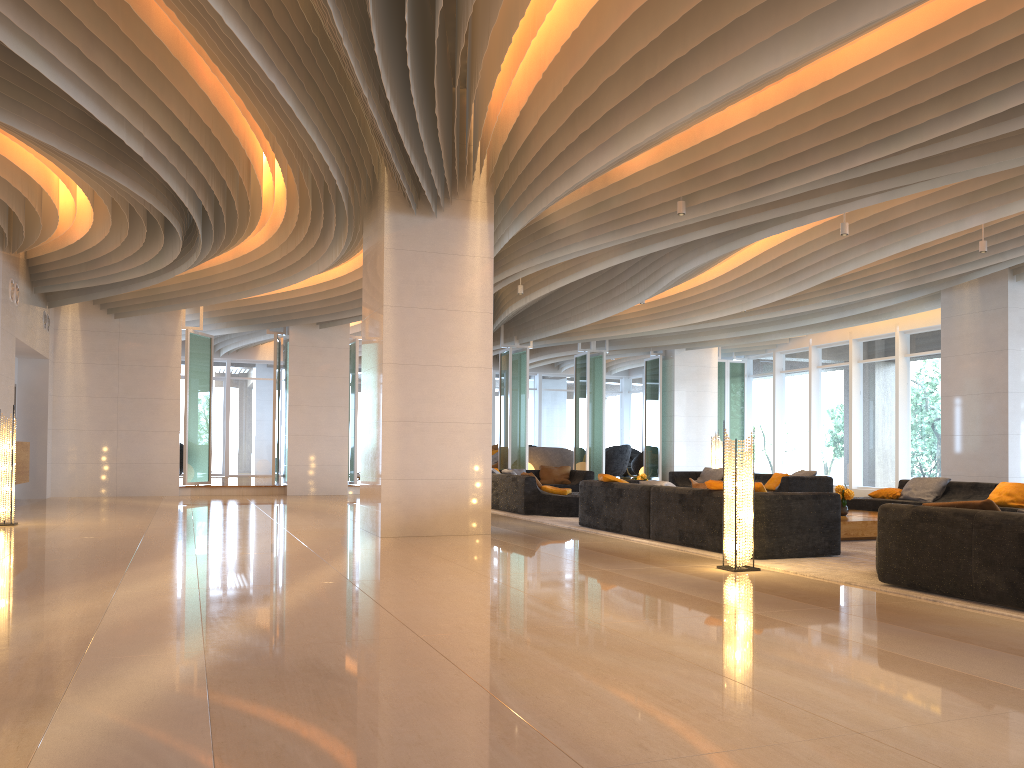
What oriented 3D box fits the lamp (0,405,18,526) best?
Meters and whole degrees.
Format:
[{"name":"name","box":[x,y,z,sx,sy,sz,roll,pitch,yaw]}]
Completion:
[{"name":"lamp","box":[-6.114,0.977,10.706,0.253,1.448,0.247,1,-1,-21]}]

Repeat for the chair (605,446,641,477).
[{"name":"chair","box":[3.618,2.473,28.431,1.526,1.004,1.133,1,-3,-8]}]

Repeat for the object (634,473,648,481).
[{"name":"object","box":[2.235,1.714,15.310,0.234,0.376,0.268,0,-2,11]}]

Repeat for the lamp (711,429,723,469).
[{"name":"lamp","box":[4.219,1.654,18.248,0.253,1.448,0.247,1,-1,-21]}]

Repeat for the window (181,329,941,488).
[{"name":"window","box":[7.104,0.232,14.121,53.606,3.214,22.552,-3,-5,34]}]

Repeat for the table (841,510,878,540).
[{"name":"table","box":[3.906,1.636,10.327,1.620,0.219,1.585,2,-5,-21]}]

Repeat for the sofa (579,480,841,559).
[{"name":"sofa","box":[1.883,1.373,9.522,0.953,0.581,3.740,2,-5,-20]}]

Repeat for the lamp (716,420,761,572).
[{"name":"lamp","box":[1.820,0.889,7.121,0.253,1.196,0.247,1,-1,-21]}]

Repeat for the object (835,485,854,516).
[{"name":"object","box":[3.797,1.326,10.184,0.236,0.376,0.266,0,-2,1]}]

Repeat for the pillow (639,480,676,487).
[{"name":"pillow","box":[1.693,1.265,9.865,0.425,0.376,0.581,2,-4,-18]}]

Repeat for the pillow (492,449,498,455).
[{"name":"pillow","box":[-0.435,1.955,24.030,0.379,0.421,0.596,3,-4,-42]}]

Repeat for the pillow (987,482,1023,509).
[{"name":"pillow","box":[6.086,1.394,10.793,0.455,0.393,0.631,2,-4,-21]}]

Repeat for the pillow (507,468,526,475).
[{"name":"pillow","box":[0.101,1.798,17.242,0.412,0.312,0.319,2,-3,-19]}]

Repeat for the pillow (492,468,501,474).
[{"name":"pillow","box":[-0.262,1.609,15.078,0.554,0.376,0.644,2,-4,-25]}]

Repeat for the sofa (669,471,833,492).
[{"name":"sofa","box":[4.151,1.892,15.907,0.953,0.581,3.740,2,-5,-20]}]

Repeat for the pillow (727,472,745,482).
[{"name":"pillow","box":[4.112,1.764,16.371,0.326,0.312,0.403,2,-3,-23]}]

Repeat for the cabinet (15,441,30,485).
[{"name":"cabinet","box":[-8.000,1.230,13.889,0.566,0.660,1.495,1,-4,-20]}]

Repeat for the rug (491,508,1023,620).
[{"name":"rug","box":[3.796,1.772,10.626,5.579,0.022,16.062,2,-5,-20]}]

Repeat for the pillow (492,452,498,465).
[{"name":"pillow","box":[-0.409,1.969,23.609,0.469,0.408,0.499,2,-3,-18]}]

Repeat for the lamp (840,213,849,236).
[{"name":"lamp","box":[3.894,-2.494,10.384,0.087,1.503,0.091,-1,-2,42]}]

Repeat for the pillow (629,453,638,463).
[{"name":"pillow","box":[3.964,2.391,28.537,0.502,0.408,0.466,0,-3,6]}]

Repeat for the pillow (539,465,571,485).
[{"name":"pillow","box":[0.854,1.801,17.557,0.638,0.377,0.549,0,-3,1]}]

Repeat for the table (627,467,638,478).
[{"name":"table","box":[4.028,2.745,27.479,1.089,0.318,0.813,2,-4,-14]}]

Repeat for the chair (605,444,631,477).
[{"name":"chair","box":[2.814,2.241,25.547,1.117,1.004,1.546,-2,-4,42]}]

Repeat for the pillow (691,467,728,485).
[{"name":"pillow","box":[3.841,1.795,17.160,0.557,0.377,0.628,4,-5,-43]}]

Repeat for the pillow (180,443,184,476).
[{"name":"pillow","box":[-7.801,1.653,19.166,1.538,1.004,1.124,2,-3,-23]}]

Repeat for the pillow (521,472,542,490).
[{"name":"pillow","box":[0.337,1.488,13.395,0.332,0.310,0.420,2,-3,-19]}]

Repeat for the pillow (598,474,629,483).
[{"name":"pillow","box":[1.318,1.267,10.674,0.547,0.377,0.640,0,-4,1]}]

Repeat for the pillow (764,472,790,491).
[{"name":"pillow","box":[4.530,1.678,15.233,0.325,0.312,0.404,1,-3,-18]}]

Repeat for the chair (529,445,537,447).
[{"name":"chair","box":[0.795,2.286,26.345,1.545,1.004,1.118,3,-4,-38]}]

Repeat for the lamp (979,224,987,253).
[{"name":"lamp","box":[5.946,-2.413,11.193,0.090,1.503,0.088,1,-1,-30]}]

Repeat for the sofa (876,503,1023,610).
[{"name":"sofa","box":[3.377,1.111,5.976,1.371,0.575,2.231,2,-5,-20]}]

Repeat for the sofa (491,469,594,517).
[{"name":"sofa","box":[0.831,1.773,15.202,2.859,0.652,5.039,2,-5,-20]}]

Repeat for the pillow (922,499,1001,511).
[{"name":"pillow","box":[3.071,0.938,5.842,0.401,0.391,0.600,1,-4,-18]}]

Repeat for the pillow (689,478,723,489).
[{"name":"pillow","box":[2.047,1.155,8.900,0.449,0.409,0.596,2,-4,-19]}]

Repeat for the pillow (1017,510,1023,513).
[{"name":"pillow","box":[3.390,0.891,5.288,0.463,0.344,0.558,2,-4,-22]}]

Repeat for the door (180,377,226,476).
[{"name":"door","box":[-8.851,1.205,24.966,1.477,2.767,0.059,1,-1,-22]}]

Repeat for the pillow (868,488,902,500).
[{"name":"pillow","box":[5.323,1.562,12.553,0.442,0.192,0.597,-2,-5,34]}]

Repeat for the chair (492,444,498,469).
[{"name":"chair","box":[-0.640,2.081,23.873,1.155,1.004,1.496,2,-4,-33]}]

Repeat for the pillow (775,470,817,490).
[{"name":"pillow","box":[4.720,1.615,14.763,0.547,0.377,0.640,0,-4,1]}]

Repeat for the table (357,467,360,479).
[{"name":"table","box":[-3.800,2.389,23.759,1.089,0.318,0.813,2,-4,-14]}]

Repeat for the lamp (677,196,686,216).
[{"name":"lamp","box":[1.830,-2.575,9.561,0.090,1.503,0.088,1,-1,-30]}]

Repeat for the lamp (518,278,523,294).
[{"name":"lamp","box":[0.144,-2.211,14.397,0.088,1.503,0.090,0,-1,24]}]

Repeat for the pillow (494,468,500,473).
[{"name":"pillow","box":[-0.334,1.627,15.408,0.416,0.334,0.330,-2,-4,35]}]

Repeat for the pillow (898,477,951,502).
[{"name":"pillow","box":[5.601,1.475,12.110,0.467,0.416,0.658,2,-4,-20]}]

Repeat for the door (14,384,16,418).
[{"name":"door","box":[-8.932,1.001,15.465,0.249,2.097,1.391,1,-2,-20]}]

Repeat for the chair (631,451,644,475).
[{"name":"chair","box":[4.302,2.330,26.529,1.534,1.004,1.126,2,-3,-18]}]

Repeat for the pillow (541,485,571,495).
[{"name":"pillow","box":[0.665,1.578,13.191,0.407,0.135,0.421,0,-4,13]}]

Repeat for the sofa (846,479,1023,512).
[{"name":"sofa","box":[5.666,1.542,11.278,1.368,0.581,4.101,2,-5,-21]}]

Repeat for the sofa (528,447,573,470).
[{"name":"sofa","box":[0.798,2.180,24.317,2.525,0.899,1.128,-2,-4,29]}]

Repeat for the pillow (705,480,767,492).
[{"name":"pillow","box":[2.197,1.086,8.277,0.557,0.377,0.628,4,-5,-43]}]

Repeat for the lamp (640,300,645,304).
[{"name":"lamp","box":[2.239,-2.129,15.223,0.088,1.503,0.090,0,-1,24]}]
